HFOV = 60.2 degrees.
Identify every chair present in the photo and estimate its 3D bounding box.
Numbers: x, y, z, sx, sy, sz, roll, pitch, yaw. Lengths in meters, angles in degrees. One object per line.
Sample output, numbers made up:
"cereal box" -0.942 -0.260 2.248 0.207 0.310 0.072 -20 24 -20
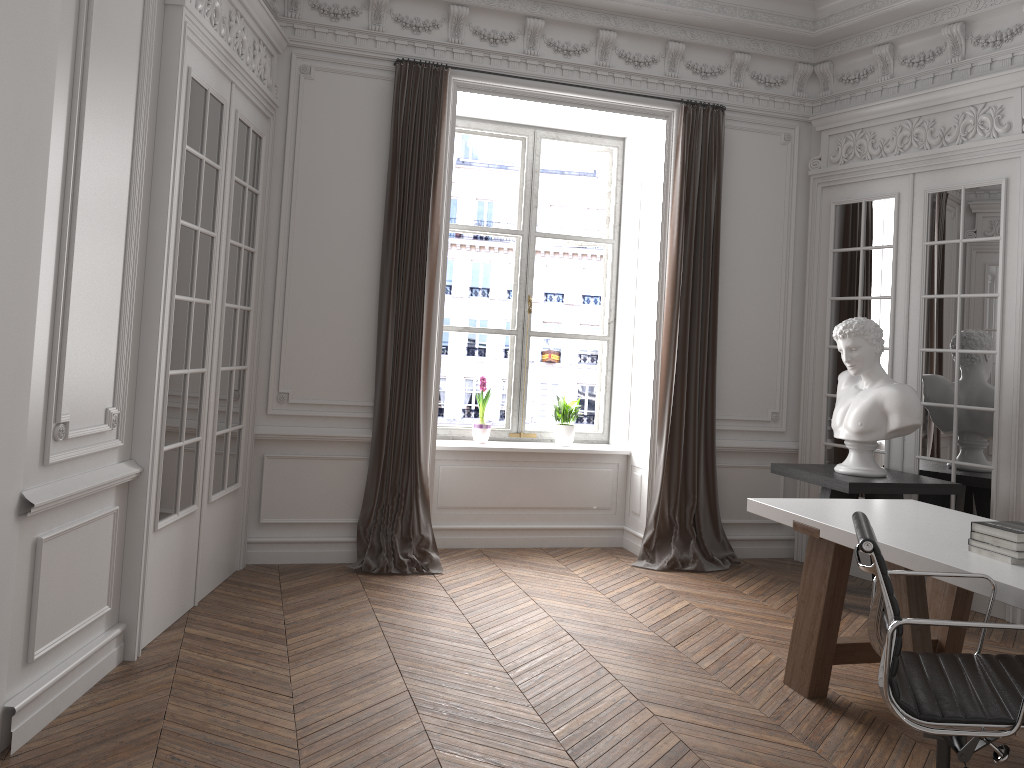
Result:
"chair" 1.232 0.878 2.407 0.668 0.927 0.692 3 -1 10

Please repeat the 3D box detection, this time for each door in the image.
"door" -1.515 -0.259 4.449 0.086 2.745 1.561 3 -1 -1
"door" 2.506 -0.072 5.618 0.085 2.745 1.565 5 -2 -32

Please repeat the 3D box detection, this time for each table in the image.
"table" 2.057 0.903 5.220 0.766 0.752 0.767 3 0 -16
"table" 1.843 0.982 2.863 0.899 0.751 2.623 3 2 -16

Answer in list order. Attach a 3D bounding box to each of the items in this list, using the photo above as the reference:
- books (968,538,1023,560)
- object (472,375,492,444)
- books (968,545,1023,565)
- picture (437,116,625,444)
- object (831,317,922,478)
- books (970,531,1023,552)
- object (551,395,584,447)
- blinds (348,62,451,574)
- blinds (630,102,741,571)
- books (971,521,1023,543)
"books" 1.743 0.560 3.016 0.258 0.023 0.212 3 2 -16
"object" -0.207 0.178 6.217 0.129 0.478 0.128 2 -3 34
"books" 1.732 0.582 3.021 0.241 0.023 0.191 3 2 -14
"picture" 1.268 -0.871 2.972 13.177 4.819 13.247 3 2 -24
"object" 2.080 0.068 5.195 0.392 0.927 0.633 4 -1 -16
"books" 1.735 0.534 3.018 0.239 0.028 0.191 3 2 -18
"object" 0.388 0.259 6.348 0.214 0.370 0.284 4 -1 -38
"blinds" -0.621 -0.446 5.382 0.580 3.113 0.309 4 -2 -11
"blinds" 1.242 -0.359 5.886 0.776 3.112 0.342 4 -3 -22
"books" 1.746 0.505 3.020 0.258 0.032 0.191 3 2 -18
